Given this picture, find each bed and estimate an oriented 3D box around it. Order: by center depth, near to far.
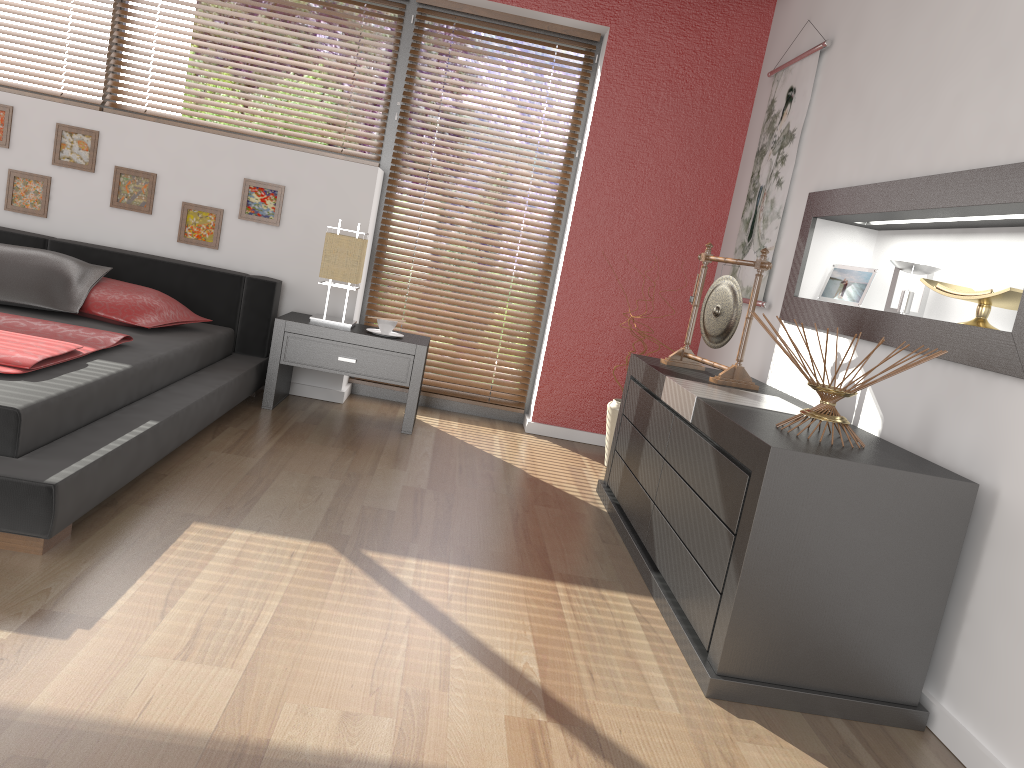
[{"bbox_3d":[-2.314,-0.271,3.144,2.469,0.577,2.413,10,8,-5],"label":"bed"}]

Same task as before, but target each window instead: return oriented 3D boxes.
[{"bbox_3d":[-2.009,-1.819,4.535,2.817,0.786,0.020,10,8,-5],"label":"window"},{"bbox_3d":[-0.202,-0.942,4.773,0.889,1.893,0.020,10,8,-5],"label":"window"}]

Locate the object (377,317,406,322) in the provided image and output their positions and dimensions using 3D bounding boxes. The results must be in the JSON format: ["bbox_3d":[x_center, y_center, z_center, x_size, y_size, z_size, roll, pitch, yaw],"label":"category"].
[{"bbox_3d":[-0.584,-0.307,4.195,0.192,0.007,0.007,4,11,-40],"label":"object"}]

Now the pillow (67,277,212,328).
[{"bbox_3d":[-1.753,-0.364,3.888,0.745,0.172,0.418,13,9,14],"label":"pillow"}]

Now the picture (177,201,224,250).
[{"bbox_3d":[-1.535,-0.779,4.368,0.200,0.200,0.010,10,8,-5],"label":"picture"}]

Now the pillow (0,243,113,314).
[{"bbox_3d":[-2.127,-0.464,3.710,0.744,0.241,0.386,10,8,-9],"label":"pillow"}]

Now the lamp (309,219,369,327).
[{"bbox_3d":[-0.813,-0.537,4.237,0.200,0.480,0.200,10,8,-5],"label":"lamp"}]

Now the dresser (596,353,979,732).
[{"bbox_3d":[0.726,0.345,2.896,0.540,0.608,1.740,10,8,-5],"label":"dresser"}]

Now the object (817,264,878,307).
[{"bbox_3d":[1.249,-0.370,3.315,0.041,0.146,0.226,7,9,-25],"label":"object"}]

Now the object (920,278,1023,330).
[{"bbox_3d":[1.308,-0.209,2.458,0.181,0.116,0.350,9,9,-15],"label":"object"}]

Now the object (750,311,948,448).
[{"bbox_3d":[0.828,-0.001,2.290,0.481,0.282,0.481,4,11,-38],"label":"object"}]

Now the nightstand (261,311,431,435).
[{"bbox_3d":[-0.782,-0.061,4.274,0.700,0.423,0.413,10,8,-5],"label":"nightstand"}]

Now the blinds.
[{"bbox_3d":[-2.119,-1.247,4.551,4.840,1.952,0.032,10,8,-5],"label":"blinds"}]

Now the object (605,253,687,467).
[{"bbox_3d":[0.542,-0.109,4.216,0.422,1.035,0.364,6,10,-29],"label":"object"}]

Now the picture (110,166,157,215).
[{"bbox_3d":[-1.846,-0.945,4.324,0.200,0.200,0.010,10,8,-5],"label":"picture"}]

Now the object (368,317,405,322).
[{"bbox_3d":[-0.591,-0.305,4.173,0.192,0.007,0.007,5,10,-35],"label":"object"}]

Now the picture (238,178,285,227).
[{"bbox_3d":[-1.232,-0.894,4.366,0.200,0.200,0.010,10,8,-5],"label":"picture"}]

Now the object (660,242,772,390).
[{"bbox_3d":[0.781,-0.272,3.307,0.173,0.498,0.490,8,9,-20],"label":"object"}]

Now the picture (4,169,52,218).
[{"bbox_3d":[-2.348,-0.924,4.301,0.200,0.200,0.010,10,8,-5],"label":"picture"}]

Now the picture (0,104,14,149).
[{"bbox_3d":[-2.499,-1.247,4.241,0.200,0.200,0.010,10,8,-5],"label":"picture"}]

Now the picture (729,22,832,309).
[{"bbox_3d":[1.177,-0.991,4.003,0.028,1.270,0.701,10,8,-5],"label":"picture"}]

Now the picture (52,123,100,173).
[{"bbox_3d":[-2.106,-1.139,4.279,0.200,0.200,0.010,10,8,-5],"label":"picture"}]

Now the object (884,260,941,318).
[{"bbox_3d":[1.305,-0.308,2.918,0.159,0.171,0.159,3,12,-45],"label":"object"}]

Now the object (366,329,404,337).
[{"bbox_3d":[-0.601,-0.239,4.200,0.179,0.012,0.179,14,9,20],"label":"object"}]

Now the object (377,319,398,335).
[{"bbox_3d":[-0.595,-0.270,4.195,0.099,0.069,0.099,14,9,20],"label":"object"}]
